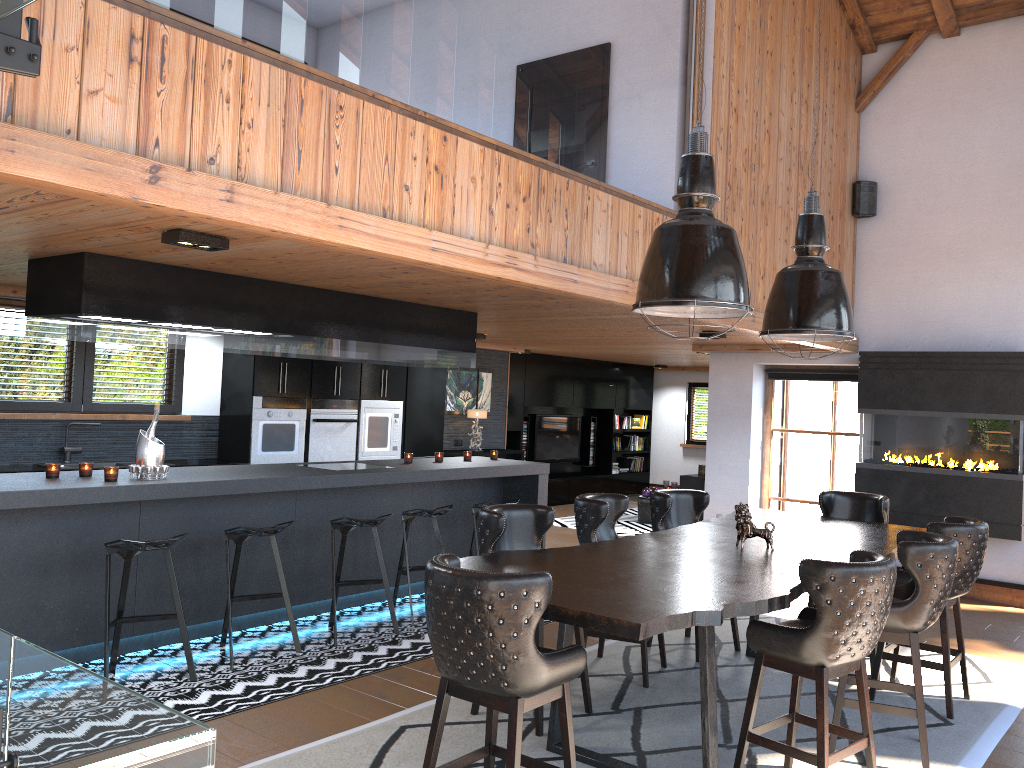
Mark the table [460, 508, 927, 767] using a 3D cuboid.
[{"bbox_3d":[1.178,1.359,4.822,1.413,0.950,3.839,2,-1,39],"label":"table"}]

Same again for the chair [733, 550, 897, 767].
[{"bbox_3d":[1.328,1.268,3.808,0.510,1.092,0.561,4,-2,-42],"label":"chair"}]

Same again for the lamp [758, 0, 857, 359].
[{"bbox_3d":[2.032,-2.506,5.880,0.623,4.687,0.619,3,-2,-6],"label":"lamp"}]

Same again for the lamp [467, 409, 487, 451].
[{"bbox_3d":[-0.445,0.579,11.097,0.244,0.516,0.250,1,-2,42],"label":"lamp"}]

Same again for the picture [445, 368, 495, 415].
[{"bbox_3d":[-0.538,0.093,11.254,0.010,0.594,0.936,1,-2,39],"label":"picture"}]

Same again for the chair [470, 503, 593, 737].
[{"bbox_3d":[0.081,1.217,4.733,0.562,1.092,0.510,1,-2,38],"label":"chair"}]

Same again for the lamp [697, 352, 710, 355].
[{"bbox_3d":[2.395,-0.400,10.886,0.153,0.068,0.264,2,-1,39],"label":"lamp"}]

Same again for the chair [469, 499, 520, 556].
[{"bbox_3d":[-0.213,1.371,7.372,0.464,0.840,0.545,1,-2,40],"label":"chair"}]

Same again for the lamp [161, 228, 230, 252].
[{"bbox_3d":[-1.469,-0.674,4.118,0.153,0.068,0.264,2,-1,39],"label":"lamp"}]

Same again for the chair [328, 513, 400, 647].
[{"bbox_3d":[-1.113,1.313,6.166,0.463,0.840,0.545,1,-2,45],"label":"chair"}]

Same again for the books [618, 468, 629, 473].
[{"bbox_3d":[1.939,1.557,15.974,0.207,0.073,0.269,2,-1,42],"label":"books"}]

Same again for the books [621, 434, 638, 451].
[{"bbox_3d":[2.113,1.064,16.152,0.219,0.296,0.349,1,-2,39],"label":"books"}]

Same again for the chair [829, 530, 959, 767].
[{"bbox_3d":[1.897,1.293,4.415,0.563,1.092,0.508,2,-2,23],"label":"chair"}]

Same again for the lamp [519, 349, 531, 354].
[{"bbox_3d":[0.129,-0.474,12.688,0.153,0.068,0.264,2,-1,39],"label":"lamp"}]

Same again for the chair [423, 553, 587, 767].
[{"bbox_3d":[-0.059,1.189,3.237,0.498,1.092,0.574,1,-2,38],"label":"chair"}]

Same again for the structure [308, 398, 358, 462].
[{"bbox_3d":[-1.778,0.488,8.922,0.088,0.673,0.601,1,-2,39],"label":"structure"}]

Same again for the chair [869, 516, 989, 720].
[{"bbox_3d":[2.468,1.330,5.204,0.562,1.092,0.510,1,-2,38],"label":"chair"}]

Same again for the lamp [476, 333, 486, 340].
[{"bbox_3d":[-0.430,-0.541,9.893,0.153,0.068,0.264,2,-1,39],"label":"lamp"}]

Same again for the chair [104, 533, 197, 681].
[{"bbox_3d":[-2.109,1.251,4.970,0.464,0.840,0.545,1,-2,39],"label":"chair"}]

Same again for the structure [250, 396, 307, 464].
[{"bbox_3d":[-2.334,0.457,8.510,0.377,0.673,0.606,1,-2,39],"label":"structure"}]

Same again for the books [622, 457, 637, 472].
[{"bbox_3d":[2.161,1.479,16.265,0.204,0.256,0.247,1,-2,38],"label":"books"}]

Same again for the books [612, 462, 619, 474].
[{"bbox_3d":[1.722,1.486,15.690,0.306,0.188,0.256,4,-2,-45],"label":"books"}]

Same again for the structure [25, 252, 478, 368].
[{"bbox_3d":[-1.595,-0.443,6.345,0.703,0.476,3.287,2,-1,39],"label":"structure"}]

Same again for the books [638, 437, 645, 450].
[{"bbox_3d":[2.307,1.108,16.415,0.187,0.238,0.293,1,-2,37],"label":"books"}]

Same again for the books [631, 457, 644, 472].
[{"bbox_3d":[2.293,1.485,16.429,0.210,0.261,0.255,1,-2,39],"label":"books"}]

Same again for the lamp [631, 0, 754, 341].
[{"bbox_3d":[1.025,-2.570,4.625,0.623,4.687,0.619,3,-2,-6],"label":"lamp"}]

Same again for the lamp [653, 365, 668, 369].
[{"bbox_3d":[2.650,-0.315,15.827,0.153,0.068,0.264,2,-1,39],"label":"lamp"}]

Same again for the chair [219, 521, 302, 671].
[{"bbox_3d":[-1.664,1.280,5.592,0.464,0.840,0.544,1,-2,36],"label":"chair"}]

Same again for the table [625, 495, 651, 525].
[{"bbox_3d":[2.172,1.783,12.735,0.886,0.372,1.541,2,-1,39],"label":"table"}]

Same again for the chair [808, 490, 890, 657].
[{"bbox_3d":[2.447,1.348,6.444,0.498,1.092,0.574,1,-2,38],"label":"chair"}]

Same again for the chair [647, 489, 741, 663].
[{"bbox_3d":[1.220,1.298,6.128,0.510,1.092,0.561,4,-2,-42],"label":"chair"}]

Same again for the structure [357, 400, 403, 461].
[{"bbox_3d":[-1.390,0.513,9.423,0.039,0.672,0.600,1,-2,39],"label":"structure"}]

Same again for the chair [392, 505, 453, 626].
[{"bbox_3d":[-0.725,1.339,6.778,0.464,0.840,0.544,1,-2,36],"label":"chair"}]

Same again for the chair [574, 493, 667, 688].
[{"bbox_3d":[0.652,1.255,5.523,0.563,1.092,0.508,2,-2,23],"label":"chair"}]

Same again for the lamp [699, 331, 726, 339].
[{"bbox_3d":[1.878,-0.463,8.286,0.153,0.068,0.264,2,-1,39],"label":"lamp"}]

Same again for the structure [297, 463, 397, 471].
[{"bbox_3d":[-1.275,0.641,6.814,0.498,0.017,0.617,2,-1,39],"label":"structure"}]

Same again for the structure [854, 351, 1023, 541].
[{"bbox_3d":[4.036,0.531,8.330,1.428,1.650,0.438,1,-2,38],"label":"structure"}]
